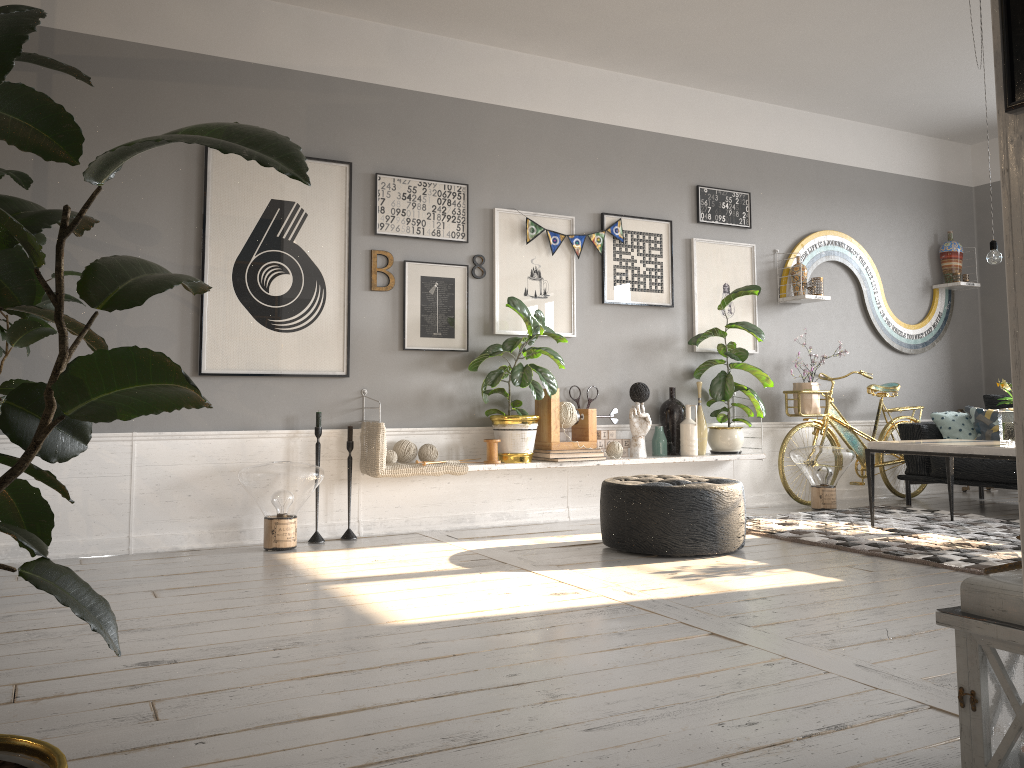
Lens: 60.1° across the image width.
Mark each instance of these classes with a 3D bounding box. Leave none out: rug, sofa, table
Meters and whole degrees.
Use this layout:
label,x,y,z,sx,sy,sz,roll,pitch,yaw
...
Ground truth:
label,x,y,z,sx,sy,sz,roll,pitch,yaw
rug,2.457,0.819,4.719,1.768,0.034,2.518,0,-2,-28
sofa,3.709,0.459,5.622,0.969,0.802,2.332,1,-2,-28
table,4.021,0.543,7.089,0.339,0.683,0.739,2,-4,-28
table,2.700,0.574,4.616,0.731,0.513,1.451,1,-2,-28

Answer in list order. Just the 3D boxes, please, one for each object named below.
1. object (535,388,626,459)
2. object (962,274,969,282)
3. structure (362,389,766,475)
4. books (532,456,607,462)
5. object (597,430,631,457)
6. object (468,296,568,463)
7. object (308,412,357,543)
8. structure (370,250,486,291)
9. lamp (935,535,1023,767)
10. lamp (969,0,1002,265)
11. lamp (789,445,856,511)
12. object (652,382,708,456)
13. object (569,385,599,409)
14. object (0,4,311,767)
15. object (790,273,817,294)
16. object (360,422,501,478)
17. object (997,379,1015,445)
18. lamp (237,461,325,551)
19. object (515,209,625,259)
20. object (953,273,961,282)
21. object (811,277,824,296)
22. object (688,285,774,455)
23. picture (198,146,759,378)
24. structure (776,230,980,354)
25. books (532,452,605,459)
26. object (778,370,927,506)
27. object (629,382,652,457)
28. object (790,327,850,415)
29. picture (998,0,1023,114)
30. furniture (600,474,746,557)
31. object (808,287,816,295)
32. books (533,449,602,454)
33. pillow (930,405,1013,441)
label,x,y,z,sx,sy,sz,roll,pitch,yaw
object,0.438,0.250,5.498,0.545,0.442,0.237,1,-5,-28
object,3.730,-0.871,7.274,0.050,0.059,0.050,3,-5,-38
structure,0.440,0.279,5.530,2.773,0.489,0.306,1,-4,-28
books,0.344,0.455,5.430,0.367,0.021,0.295,1,-2,-33
object,0.641,0.385,5.716,0.264,0.174,0.078,1,-5,-22
object,0.044,-0.021,5.248,0.509,0.969,0.544,4,-6,-42
object,-0.969,0.493,4.811,0.279,0.705,0.091,3,-6,-35
structure,-0.490,-0.668,5.295,0.738,0.264,0.024,1,-5,-28
lamp,1.017,0.522,1.657,0.286,0.480,0.285,2,-5,-29
lamp,2.254,-1.423,4.277,0.074,1.545,1.391,-3,-5,31
lamp,2.143,0.645,6.098,0.432,0.440,0.430,0,-3,3
object,1.108,0.228,5.854,0.331,0.491,0.284,-2,-5,22
object,0.464,0.241,5.677,0.221,0.466,0.019,2,-6,-28
object,-1.571,-0.107,2.394,1.010,1.804,3.883,2,-3,-28
object,2.128,-0.724,6.438,0.197,0.167,0.060,-1,-5,6
object,-0.442,0.364,5.029,0.784,0.308,0.327,1,-3,-27
object,2.723,0.142,4.662,0.324,0.353,0.350,1,-4,-26
lamp,-1.183,0.621,4.526,0.432,0.440,0.430,0,-3,-6
object,0.384,-0.978,5.753,0.913,0.341,0.057,1,-5,-28
object,3.655,-0.871,7.273,0.060,0.079,0.060,3,-5,-39
object,2.251,-0.712,6.518,0.085,0.140,0.085,3,-5,-35
object,1.495,-0.101,6.051,0.567,1.157,0.413,-1,-5,12
picture,-0.509,-0.829,3.021,7.286,1.805,4.025,1,-2,-28
structure,2.925,-0.727,6.946,2.020,0.961,0.266,1,-5,-28
books,0.336,0.430,5.422,0.384,0.029,0.259,0,-2,-27
object,2.605,0.392,6.597,1.623,0.975,0.425,2,-5,-36
object,0.822,0.230,5.720,0.155,0.486,0.136,2,-6,-28
object,2.258,-0.091,6.435,0.488,0.645,0.252,0,-5,-10
picture,0.006,-0.813,0.815,1.943,0.757,0.357,1,-4,-28
furniture,0.820,0.655,4.535,0.734,0.359,0.733,2,-3,-41
object,2.236,-0.682,6.596,0.062,0.082,0.062,-3,-5,38
books,0.328,0.408,5.432,0.379,0.017,0.228,1,-2,-31
pillow,3.371,0.293,6.161,0.796,0.364,0.442,-2,-4,44
